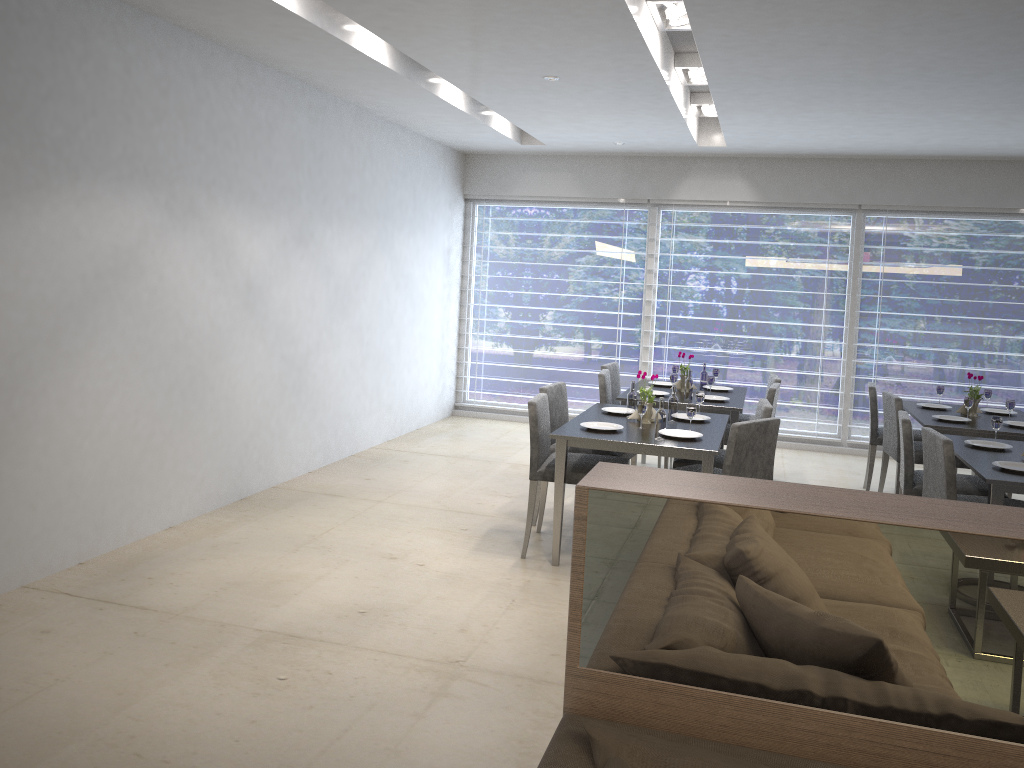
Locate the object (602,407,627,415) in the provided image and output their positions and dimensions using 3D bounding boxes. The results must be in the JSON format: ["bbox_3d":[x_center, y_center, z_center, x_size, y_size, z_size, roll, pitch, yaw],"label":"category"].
[{"bbox_3d":[0.609,0.153,4.952,0.217,0.015,0.218,2,7,-4],"label":"object"}]

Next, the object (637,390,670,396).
[{"bbox_3d":[0.930,0.062,5.830,0.216,0.015,0.218,2,7,-6],"label":"object"}]

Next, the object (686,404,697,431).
[{"bbox_3d":[0.896,0.170,4.428,0.053,0.139,0.053,1,3,-26],"label":"object"}]

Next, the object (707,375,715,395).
[{"bbox_3d":[1.321,0.014,5.880,0.053,0.139,0.053,1,3,-26],"label":"object"}]

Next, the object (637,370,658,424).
[{"bbox_3d":[0.703,0.067,4.628,0.104,0.275,0.155,4,4,13],"label":"object"}]

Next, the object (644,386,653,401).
[{"bbox_3d":[0.777,0.086,5.064,0.053,0.139,0.053,1,3,-26],"label":"object"}]

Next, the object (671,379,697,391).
[{"bbox_3d":[1.197,-0.004,6.135,0.203,0.099,0.070,1,4,-14],"label":"object"}]

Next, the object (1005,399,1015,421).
[{"bbox_3d":[3.033,0.163,5.385,0.053,0.139,0.053,1,4,-32],"label":"object"}]

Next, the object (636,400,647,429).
[{"bbox_3d":[0.652,0.155,4.449,0.053,0.139,0.053,1,3,-26],"label":"object"}]

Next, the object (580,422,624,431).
[{"bbox_3d":[0.446,0.214,4.390,0.217,0.015,0.218,2,7,-4],"label":"object"}]

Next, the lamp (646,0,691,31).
[{"bbox_3d":[0.800,-1.821,4.297,0.227,0.101,0.490,5,7,16],"label":"lamp"}]

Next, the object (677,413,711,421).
[{"bbox_3d":[0.979,0.185,4.845,0.217,0.015,0.218,2,7,-4],"label":"object"}]

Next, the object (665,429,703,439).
[{"bbox_3d":[0.815,0.246,4.283,0.217,0.015,0.218,2,7,-4],"label":"object"}]

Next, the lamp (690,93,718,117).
[{"bbox_3d":[1.464,-2.066,6.577,0.227,0.101,0.490,5,7,16],"label":"lamp"}]

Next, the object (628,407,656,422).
[{"bbox_3d":[0.712,0.148,4.695,0.203,0.099,0.070,1,4,-14],"label":"object"}]

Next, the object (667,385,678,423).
[{"bbox_3d":[0.856,0.106,4.697,0.052,0.200,0.052,1,3,-32],"label":"object"}]

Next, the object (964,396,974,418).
[{"bbox_3d":[2.789,0.148,5.405,0.053,0.139,0.053,1,3,-26],"label":"object"}]

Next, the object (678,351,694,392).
[{"bbox_3d":[1.188,-0.084,6.068,0.104,0.275,0.155,4,4,13],"label":"object"}]

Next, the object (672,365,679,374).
[{"bbox_3d":[1.203,-0.070,6.515,0.053,0.139,0.053,1,3,-26],"label":"object"}]

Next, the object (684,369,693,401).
[{"bbox_3d":[1.125,0.007,5.617,0.052,0.200,0.052,2,3,-20],"label":"object"}]

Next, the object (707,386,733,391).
[{"bbox_3d":[1.463,0.034,6.285,0.216,0.015,0.218,2,7,-6],"label":"object"}]

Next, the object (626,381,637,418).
[{"bbox_3d":[0.650,0.083,4.791,0.052,0.200,0.052,1,3,-32],"label":"object"}]

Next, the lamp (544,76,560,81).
[{"bbox_3d":[0.227,-1.735,5.022,0.089,0.007,0.089,-1,8,-29],"label":"lamp"}]

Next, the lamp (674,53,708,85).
[{"bbox_3d":[1.153,-1.951,5.508,0.227,0.101,0.490,5,7,16],"label":"lamp"}]

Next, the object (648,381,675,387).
[{"bbox_3d":[1.094,0.002,6.392,0.216,0.015,0.218,2,7,-6],"label":"object"}]

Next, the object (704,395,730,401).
[{"bbox_3d":[1.300,0.094,5.723,0.216,0.015,0.218,2,7,-6],"label":"object"}]

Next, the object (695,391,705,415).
[{"bbox_3d":[1.057,0.110,4.983,0.053,0.139,0.053,1,3,-26],"label":"object"}]

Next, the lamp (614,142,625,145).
[{"bbox_3d":[0.880,-1.976,7.265,0.089,0.007,0.089,-1,8,-29],"label":"lamp"}]

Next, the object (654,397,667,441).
[{"bbox_3d":[0.701,0.163,4.162,0.052,0.200,0.052,1,3,-32],"label":"object"}]

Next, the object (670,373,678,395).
[{"bbox_3d":[1.077,-0.001,5.901,0.053,0.139,0.053,1,3,-26],"label":"object"}]

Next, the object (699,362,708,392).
[{"bbox_3d":[1.337,-0.049,6.160,0.052,0.200,0.052,2,3,-20],"label":"object"}]

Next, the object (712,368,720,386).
[{"bbox_3d":[1.482,-0.046,6.435,0.053,0.139,0.053,1,3,-26],"label":"object"}]
